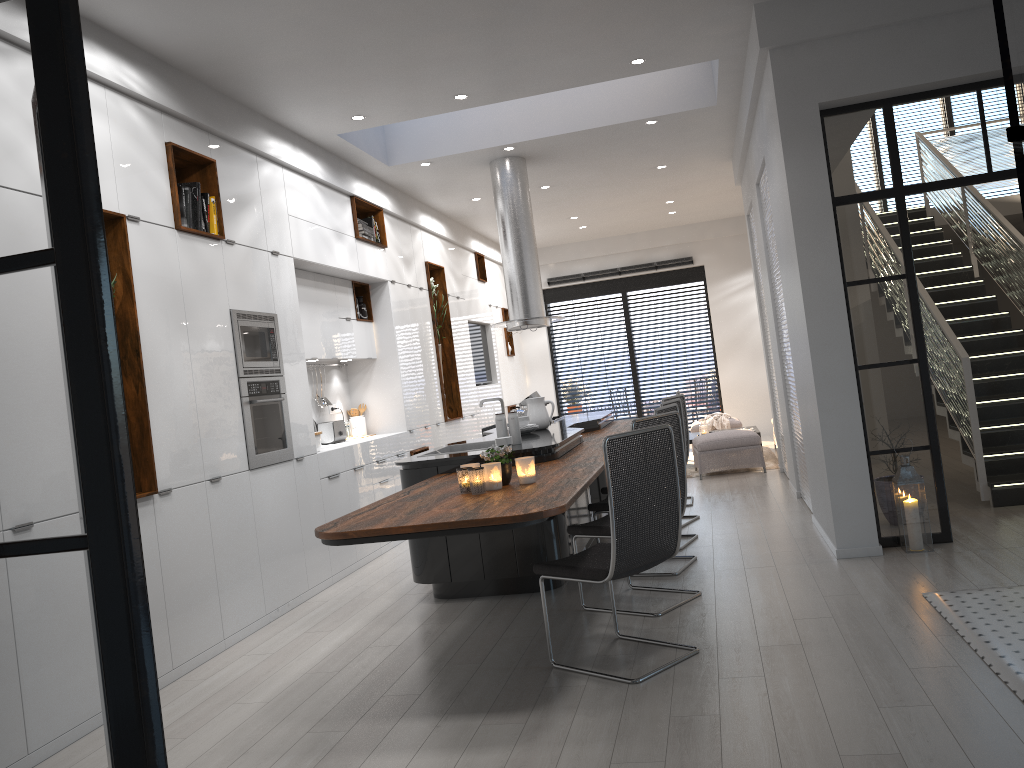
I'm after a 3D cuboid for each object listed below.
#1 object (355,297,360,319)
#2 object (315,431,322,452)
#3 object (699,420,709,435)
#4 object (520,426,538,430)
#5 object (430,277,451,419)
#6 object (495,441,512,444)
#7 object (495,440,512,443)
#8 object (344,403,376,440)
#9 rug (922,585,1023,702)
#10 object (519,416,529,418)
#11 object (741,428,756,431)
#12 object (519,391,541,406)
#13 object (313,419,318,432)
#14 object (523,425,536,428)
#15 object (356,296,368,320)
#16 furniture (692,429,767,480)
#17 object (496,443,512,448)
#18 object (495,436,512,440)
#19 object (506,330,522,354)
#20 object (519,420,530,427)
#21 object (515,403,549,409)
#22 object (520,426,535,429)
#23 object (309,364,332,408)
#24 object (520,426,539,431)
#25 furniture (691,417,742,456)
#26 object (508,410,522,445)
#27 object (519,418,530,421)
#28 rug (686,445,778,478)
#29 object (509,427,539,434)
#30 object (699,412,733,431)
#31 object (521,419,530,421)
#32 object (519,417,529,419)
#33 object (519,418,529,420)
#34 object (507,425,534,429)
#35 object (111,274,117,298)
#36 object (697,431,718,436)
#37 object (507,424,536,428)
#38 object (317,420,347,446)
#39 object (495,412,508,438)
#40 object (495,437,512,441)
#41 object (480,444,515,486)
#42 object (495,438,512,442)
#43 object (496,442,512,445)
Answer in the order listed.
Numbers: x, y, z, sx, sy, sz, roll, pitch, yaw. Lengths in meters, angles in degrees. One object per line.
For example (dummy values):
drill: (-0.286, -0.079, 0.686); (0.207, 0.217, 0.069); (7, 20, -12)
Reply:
object: (-1.480, -0.724, 8.185); (0.124, 0.275, 0.124); (-7, -1, 0)
object: (-1.610, 0.455, 6.637); (0.379, 0.148, 0.263); (-7, 0, 12)
object: (2.324, 0.533, 10.745); (0.110, 0.183, 0.119); (-8, -1, 18)
object: (0.076, 0.352, 6.779); (0.264, 0.033, 0.264); (-7, 0, -41)
object: (-0.837, -0.404, 9.904); (0.321, 1.615, 0.323); (-8, -2, 38)
object: (-0.050, 0.374, 5.571); (0.111, 0.023, 0.111); (-7, 0, 25)
object: (-0.051, 0.368, 5.571); (0.111, 0.023, 0.111); (-7, 0, 25)
object: (-1.451, 0.347, 8.295); (0.220, 0.316, 0.330); (-7, -1, 12)
rug: (2.942, 0.898, 3.340); (2.274, 0.020, 1.585); (-7, 0, 12)
object: (0.067, 0.279, 6.781); (0.138, 0.051, 0.138); (-7, 0, -7)
object: (2.807, 0.548, 10.645); (0.281, 0.032, 0.534); (-7, 0, 25)
object: (0.179, 0.179, 8.276); (0.256, 0.212, 0.248); (-7, -1, -42)
object: (-1.649, 0.398, 7.193); (0.220, 0.270, 0.179); (-7, -1, -35)
object: (0.074, 0.336, 6.779); (0.229, 0.016, 0.229); (-7, 0, 9)
object: (-1.436, -0.708, 8.375); (0.123, 0.231, 0.123); (-8, -1, 14)
furniture: (2.358, 0.744, 9.735); (0.699, 0.460, 0.699); (-7, 0, 7)
object: (-0.048, 0.387, 5.571); (0.111, 0.023, 0.111); (-7, 0, 25)
object: (-0.053, 0.349, 5.572); (0.111, 0.023, 0.111); (-7, 0, 25)
object: (-0.065, -0.742, 13.237); (0.480, 0.627, 0.315); (-7, -1, 3)
object: (0.070, 0.308, 6.780); (0.138, 0.051, 0.138); (-7, 0, -7)
object: (0.198, 0.264, 8.275); (0.253, 0.147, 0.265); (-7, 0, -35)
object: (0.074, 0.341, 6.779); (0.229, 0.016, 0.229); (-7, 0, 9)
object: (-1.684, 0.019, 7.758); (0.069, 0.389, 0.320); (-8, -1, 14)
object: (0.077, 0.358, 6.779); (0.264, 0.033, 0.264); (-7, 0, -41)
furniture: (2.780, 0.686, 12.010); (0.699, 0.460, 0.700); (-7, 0, 12)
object: (0.015, 0.280, 5.714); (0.070, 0.219, 0.071); (-8, -2, 38)
object: (0.069, 0.296, 6.781); (0.138, 0.051, 0.138); (-7, 0, -7)
rug: (2.412, 0.956, 10.918); (1.622, 0.020, 2.520); (-7, 0, 12)
object: (0.078, 0.364, 6.779); (0.264, 0.033, 0.264); (-7, 0, -41)
object: (2.769, 0.560, 11.959); (0.417, 0.355, 0.761); (-7, 0, 20)
object: (0.070, 0.302, 6.780); (0.138, 0.051, 0.138); (-7, 0, -7)
object: (0.067, 0.285, 6.781); (0.138, 0.051, 0.138); (-7, 0, -7)
object: (0.068, 0.291, 6.781); (0.138, 0.051, 0.138); (-7, 0, -7)
object: (0.073, 0.332, 6.779); (0.229, 0.016, 0.229); (-7, 0, 9)
object: (-2.022, -0.105, 4.314); (0.267, 1.343, 0.269); (-8, -2, 38)
object: (2.408, 0.600, 10.919); (0.333, 0.030, 0.582); (-7, 0, -24)
object: (0.073, 0.327, 6.780); (0.229, 0.016, 0.229); (-7, 0, 9)
object: (-1.569, 0.424, 7.760); (0.176, 0.195, 0.260); (-7, 0, 13)
object: (-0.067, 0.291, 5.723); (0.071, 0.219, 0.070); (-7, -1, -24)
object: (-0.052, 0.355, 5.571); (0.111, 0.023, 0.111); (-7, 0, 25)
object: (-0.061, 0.392, 4.329); (0.151, 0.206, 0.157); (-8, -1, 29)
object: (-0.051, 0.361, 5.571); (0.111, 0.023, 0.111); (-7, 0, 25)
object: (-0.049, 0.381, 5.571); (0.111, 0.023, 0.111); (-7, 0, 25)
